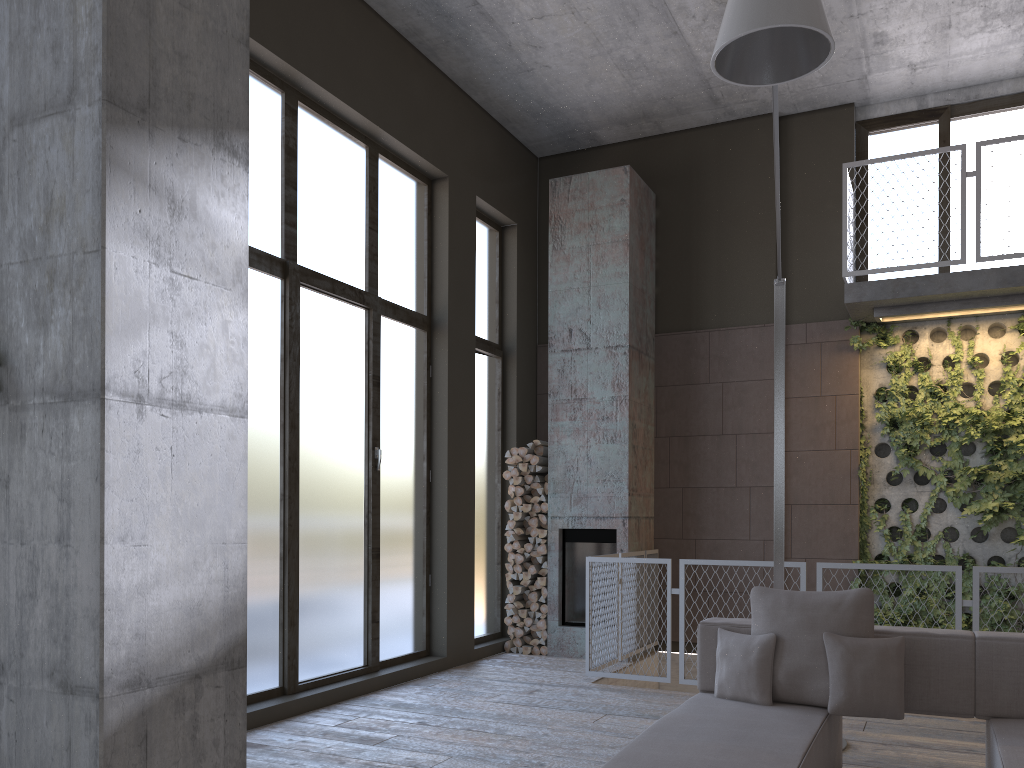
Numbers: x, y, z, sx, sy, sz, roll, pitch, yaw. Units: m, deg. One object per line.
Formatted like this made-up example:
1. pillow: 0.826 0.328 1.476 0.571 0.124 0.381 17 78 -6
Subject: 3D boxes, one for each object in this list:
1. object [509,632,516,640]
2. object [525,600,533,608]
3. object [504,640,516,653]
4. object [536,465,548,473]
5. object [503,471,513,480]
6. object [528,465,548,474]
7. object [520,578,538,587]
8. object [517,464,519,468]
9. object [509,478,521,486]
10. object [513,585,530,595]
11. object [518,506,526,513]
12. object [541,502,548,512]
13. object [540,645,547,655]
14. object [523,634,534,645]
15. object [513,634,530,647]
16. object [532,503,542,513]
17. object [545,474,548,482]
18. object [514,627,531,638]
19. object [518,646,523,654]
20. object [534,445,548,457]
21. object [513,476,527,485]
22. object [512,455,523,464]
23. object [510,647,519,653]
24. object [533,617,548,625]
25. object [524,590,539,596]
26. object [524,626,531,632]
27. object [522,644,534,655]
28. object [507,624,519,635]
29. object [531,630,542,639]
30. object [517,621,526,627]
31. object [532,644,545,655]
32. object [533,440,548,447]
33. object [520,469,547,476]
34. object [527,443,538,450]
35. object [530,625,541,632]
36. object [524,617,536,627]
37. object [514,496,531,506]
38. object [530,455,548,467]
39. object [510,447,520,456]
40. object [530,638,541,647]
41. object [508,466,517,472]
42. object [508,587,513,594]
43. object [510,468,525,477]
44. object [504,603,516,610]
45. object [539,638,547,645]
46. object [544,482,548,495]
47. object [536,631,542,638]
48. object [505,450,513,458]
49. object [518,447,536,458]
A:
1. object: 0.046 2.459 8.608 0.045 0.072 0.253 -1 -8 25
2. object: 0.256 2.161 8.663 0.101 0.086 0.366 -2 -8 27
3. object: 0.027 2.583 8.696 0.064 0.124 0.367 -1 -7 24
4. object: 0.348 0.834 8.549 0.066 0.067 0.426 -2 -9 25
5. object: 0.044 0.914 8.683 0.091 0.091 0.441 -2 -8 25
6. object: 0.276 0.840 8.584 0.067 0.066 0.426 -2 -9 25
7. object: 0.222 1.942 8.621 0.115 0.079 0.439 -3 -9 25
8. object: 0.165 0.826 8.736 0.071 0.071 0.426 -2 -8 25
9. object: 0.086 0.974 8.666 0.067 0.067 0.426 -2 -9 25
10. object: 0.151 2.016 8.629 0.093 0.083 0.484 -2 -9 25
11. object: 0.179 1.239 8.667 0.067 0.067 0.426 -2 -9 25
12. object: 0.407 1.207 8.571 0.092 0.091 0.441 -2 -8 25
13. object: 0.402 2.576 8.569 0.092 0.091 0.441 -2 -8 25
14. object: 0.225 2.515 8.677 0.101 0.086 0.366 -2 -8 25
15. object: 0.144 2.532 8.687 0.092 0.092 0.441 -2 -8 25
16. object: 0.330 1.221 8.613 0.091 0.088 0.459 -2 -8 25
17. object: 0.427 0.931 8.629 0.100 0.101 0.295 -2 -8 27
18. object: 0.132 2.421 8.610 0.098 0.106 0.296 -2 -8 27
19. object: 0.174 2.608 8.665 0.067 0.067 0.426 -2 -9 25
20. object: 0.326 0.670 8.636 0.099 0.107 0.296 -2 -8 27
21. object: 0.153 0.959 8.632 0.093 0.083 0.484 -2 -9 25
22. object: 0.141 0.755 8.626 0.113 0.079 0.439 -2 -9 25
23. object: 0.101 2.611 8.700 0.067 0.066 0.426 -2 -9 25
24. object: 0.322 2.306 8.607 0.067 0.070 0.427 -2 -8 25
25. object: 0.227 2.035 8.628 0.064 0.074 0.362 -2 -8 27
26. object: 0.216 2.388 8.632 0.064 0.074 0.362 -1 -8 24
27. object: 0.241 2.593 8.630 0.093 0.083 0.484 -2 -9 25
28. object: 0.067 2.424 8.692 0.101 0.102 0.295 -2 -8 27
29. object: 0.293 2.458 8.682 0.104 0.101 0.294 -2 -8 25
30. object: 0.151 2.350 8.635 0.089 0.056 0.335 -3 -9 25
31. object: 0.325 2.590 8.611 0.091 0.088 0.459 -2 -8 25
32. object: 0.311 0.589 8.610 0.088 0.055 0.335 -3 -9 25
33. object: 0.223 0.886 8.624 0.115 0.079 0.439 -3 -9 25
34. object: 0.244 0.627 8.614 0.065 0.072 0.362 -2 -8 24
35. object: 0.306 2.368 8.584 0.122 0.067 0.367 -3 -9 27
36. object: 0.247 2.316 8.611 0.091 0.088 0.459 -2 -8 24
37. object: 0.149 1.163 8.689 0.092 0.092 0.441 -2 -8 25
38. object: 0.309 0.757 8.561 0.093 0.092 0.441 -2 -8 25
39. object: 0.119 0.689 8.681 0.091 0.089 0.459 -2 -8 24
40. object: 0.312 2.519 8.623 0.115 0.079 0.439 -3 -9 25
41. object: 0.074 0.847 8.687 0.066 0.086 0.429 -1 -8 23
42. object: 0.084 2.031 8.664 0.067 0.067 0.426 -2 -9 25
43. object: 0.121 0.883 8.641 0.091 0.089 0.459 -2 -8 25
44. object: 0.055 2.194 8.707 0.122 0.067 0.367 -3 -9 25
45. object: 0.373 2.488 8.572 0.071 0.072 0.426 -2 -8 25
46. object: 0.412 1.024 8.558 0.064 0.125 0.367 -1 -7 24
47. object: 0.343 2.434 8.579 0.067 0.084 0.429 -1 -8 23
48. object: 0.050 0.705 8.682 0.067 0.068 0.427 -2 -8 25
49. object: 0.165 0.678 8.565 0.104 0.102 0.294 -2 -8 25
